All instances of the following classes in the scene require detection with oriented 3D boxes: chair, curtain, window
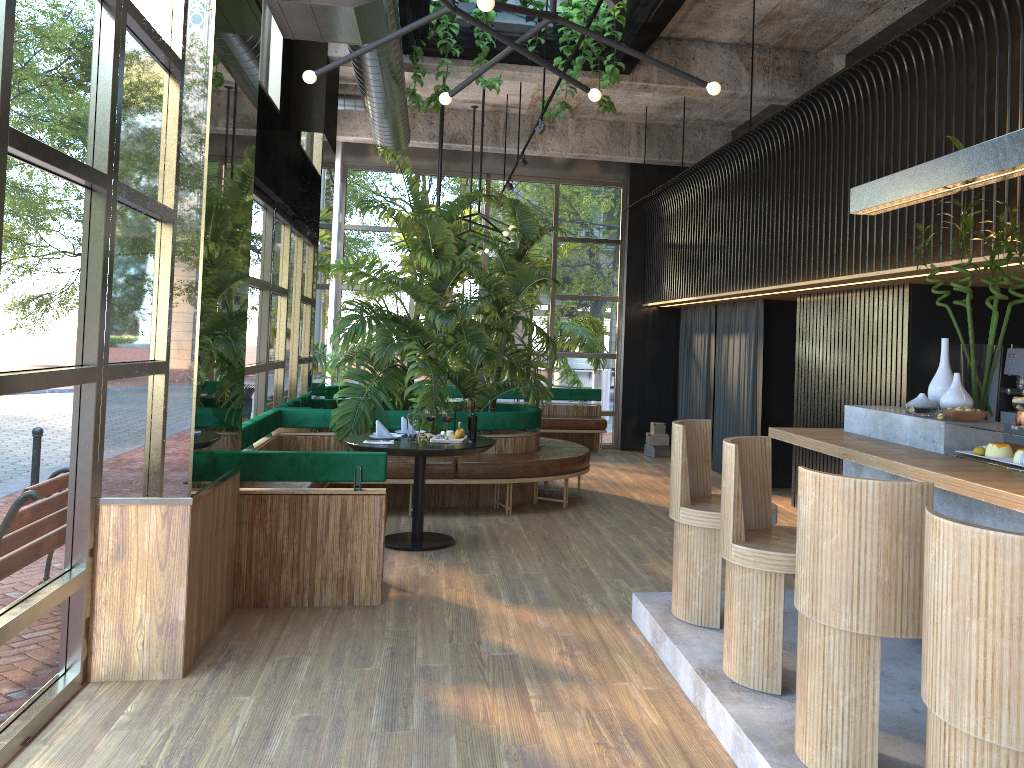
[{"bbox_3d":[1.077,0.691,4.541,0.546,0.970,0.548,2,-1,2],"label":"chair"},{"bbox_3d":[1.236,0.776,3.010,0.535,0.970,0.559,2,-1,16],"label":"chair"},{"bbox_3d":[2.466,0.006,10.863,0.123,2.058,3.229,2,2,-5],"label":"curtain"},{"bbox_3d":[1.150,0.735,3.745,0.571,0.970,0.523,2,-1,-33],"label":"chair"},{"bbox_3d":[1.308,0.821,2.209,0.522,0.970,0.572,1,-1,42],"label":"chair"},{"bbox_3d":[0.426,-1.836,2.392,4.202,6.491,20.083,2,3,-5],"label":"window"}]

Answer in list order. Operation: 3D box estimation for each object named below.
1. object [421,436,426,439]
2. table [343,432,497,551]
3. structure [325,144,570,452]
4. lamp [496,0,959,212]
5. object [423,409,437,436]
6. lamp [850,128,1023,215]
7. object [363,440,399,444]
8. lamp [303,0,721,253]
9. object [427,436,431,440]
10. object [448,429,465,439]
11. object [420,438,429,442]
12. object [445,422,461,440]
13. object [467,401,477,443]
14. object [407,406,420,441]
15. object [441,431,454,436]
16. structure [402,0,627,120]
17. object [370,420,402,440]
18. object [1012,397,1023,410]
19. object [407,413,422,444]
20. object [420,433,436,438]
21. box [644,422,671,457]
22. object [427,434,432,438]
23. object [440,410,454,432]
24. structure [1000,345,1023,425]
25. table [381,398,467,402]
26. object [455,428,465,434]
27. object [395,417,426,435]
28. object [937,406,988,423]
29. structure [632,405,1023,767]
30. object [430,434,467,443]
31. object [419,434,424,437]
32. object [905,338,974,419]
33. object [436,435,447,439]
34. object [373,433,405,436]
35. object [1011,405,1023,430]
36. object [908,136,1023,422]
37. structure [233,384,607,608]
[{"bbox_3d":[-0.654,0.397,6.574,0.033,0.019,0.038,2,2,5],"label":"object"},{"bbox_3d":[-0.680,0.785,6.503,1.150,0.751,1.050,1,2,-39],"label":"table"},{"bbox_3d":[-0.685,-0.624,8.873,2.512,3.438,2.581,2,0,-23],"label":"structure"},{"bbox_3d":[0.338,-2.513,6.923,3.852,1.530,9.878,2,3,-9],"label":"lamp"},{"bbox_3d":[-0.631,0.295,6.804,0.105,0.201,0.099,2,-1,-19],"label":"object"},{"bbox_3d":[3.623,-1.849,2.248,5.084,2.132,6.606,1,3,-13],"label":"lamp"},{"bbox_3d":[-0.913,0.405,6.251,0.259,0.019,0.155,2,3,-9],"label":"object"},{"bbox_3d":[1.731,-2.094,2.880,5.162,1.822,18.644,2,3,-6],"label":"lamp"},{"bbox_3d":[-0.608,0.395,6.520,0.032,0.031,0.040,2,1,18],"label":"object"},{"bbox_3d":[-0.410,0.364,6.566,0.099,0.064,0.162,1,3,-37],"label":"object"},{"bbox_3d":[-0.641,0.406,6.473,0.063,0.013,0.146,1,3,-12],"label":"object"},{"bbox_3d":[-0.429,0.338,6.473,0.144,0.124,0.096,2,0,-27],"label":"object"},{"bbox_3d":[-0.288,0.276,6.457,0.067,0.299,0.069,2,-2,9],"label":"object"},{"bbox_3d":[-0.716,0.288,6.446,0.096,0.245,0.089,3,-1,-25],"label":"object"},{"bbox_3d":[-0.449,0.371,6.661,0.195,0.038,0.063,3,2,25],"label":"object"},{"bbox_3d":[0.182,-2.955,7.633,2.109,1.517,1.454,3,1,21],"label":"structure"},{"bbox_3d":[-0.924,0.336,6.507,0.241,0.139,0.225,1,2,-24],"label":"object"},{"bbox_3d":[2.200,0.143,3.582,0.212,0.134,0.800,2,3,1],"label":"object"},{"bbox_3d":[-0.694,0.316,6.281,0.102,0.209,0.109,2,-1,27],"label":"object"},{"bbox_3d":[-0.626,0.388,6.671,0.098,0.028,0.128,2,3,7],"label":"object"},{"bbox_3d":[1.955,0.744,11.926,0.341,0.442,0.272,2,0,-19],"label":"box"},{"bbox_3d":[-0.615,0.390,6.609,0.033,0.032,0.037,2,1,-10],"label":"object"},{"bbox_3d":[-0.497,0.300,6.785,0.105,0.201,0.099,2,-1,-19],"label":"object"},{"bbox_3d":[3.766,0.529,6.165,0.558,1.595,0.826,2,-1,-7],"label":"structure"},{"bbox_3d":[-1.044,0.569,10.382,1.143,0.751,1.057,1,2,-28],"label":"table"},{"bbox_3d":[-0.400,0.369,6.767,0.059,0.072,0.206,2,2,-16],"label":"object"},{"bbox_3d":[-0.782,0.323,6.857,0.241,0.139,0.225,1,2,-24],"label":"object"},{"bbox_3d":[2.117,0.139,4.191,0.191,0.073,0.229,3,3,12],"label":"object"},{"bbox_3d":[3.925,0.685,2.094,5.934,1.729,7.027,2,3,-8],"label":"structure"},{"bbox_3d":[-0.460,0.404,6.561,0.239,0.019,0.354,2,3,3],"label":"object"},{"bbox_3d":[-0.682,0.387,6.688,0.024,0.025,0.046,2,2,12],"label":"object"},{"bbox_3d":[2.167,-0.032,4.446,0.305,0.398,0.330,2,0,41],"label":"object"},{"bbox_3d":[-0.515,0.387,6.547,0.103,0.013,0.220,2,3,-2],"label":"object"},{"bbox_3d":[-0.949,0.377,6.751,0.243,0.019,0.165,5,4,42],"label":"object"},{"bbox_3d":[2.212,0.144,3.839,0.086,0.107,0.160,2,1,39],"label":"object"},{"bbox_3d":[2.352,-0.454,4.471,0.647,1.550,0.607,1,-1,31],"label":"object"},{"bbox_3d":[1.445,0.669,2.527,6.120,1.548,19.839,2,3,-6],"label":"structure"}]
